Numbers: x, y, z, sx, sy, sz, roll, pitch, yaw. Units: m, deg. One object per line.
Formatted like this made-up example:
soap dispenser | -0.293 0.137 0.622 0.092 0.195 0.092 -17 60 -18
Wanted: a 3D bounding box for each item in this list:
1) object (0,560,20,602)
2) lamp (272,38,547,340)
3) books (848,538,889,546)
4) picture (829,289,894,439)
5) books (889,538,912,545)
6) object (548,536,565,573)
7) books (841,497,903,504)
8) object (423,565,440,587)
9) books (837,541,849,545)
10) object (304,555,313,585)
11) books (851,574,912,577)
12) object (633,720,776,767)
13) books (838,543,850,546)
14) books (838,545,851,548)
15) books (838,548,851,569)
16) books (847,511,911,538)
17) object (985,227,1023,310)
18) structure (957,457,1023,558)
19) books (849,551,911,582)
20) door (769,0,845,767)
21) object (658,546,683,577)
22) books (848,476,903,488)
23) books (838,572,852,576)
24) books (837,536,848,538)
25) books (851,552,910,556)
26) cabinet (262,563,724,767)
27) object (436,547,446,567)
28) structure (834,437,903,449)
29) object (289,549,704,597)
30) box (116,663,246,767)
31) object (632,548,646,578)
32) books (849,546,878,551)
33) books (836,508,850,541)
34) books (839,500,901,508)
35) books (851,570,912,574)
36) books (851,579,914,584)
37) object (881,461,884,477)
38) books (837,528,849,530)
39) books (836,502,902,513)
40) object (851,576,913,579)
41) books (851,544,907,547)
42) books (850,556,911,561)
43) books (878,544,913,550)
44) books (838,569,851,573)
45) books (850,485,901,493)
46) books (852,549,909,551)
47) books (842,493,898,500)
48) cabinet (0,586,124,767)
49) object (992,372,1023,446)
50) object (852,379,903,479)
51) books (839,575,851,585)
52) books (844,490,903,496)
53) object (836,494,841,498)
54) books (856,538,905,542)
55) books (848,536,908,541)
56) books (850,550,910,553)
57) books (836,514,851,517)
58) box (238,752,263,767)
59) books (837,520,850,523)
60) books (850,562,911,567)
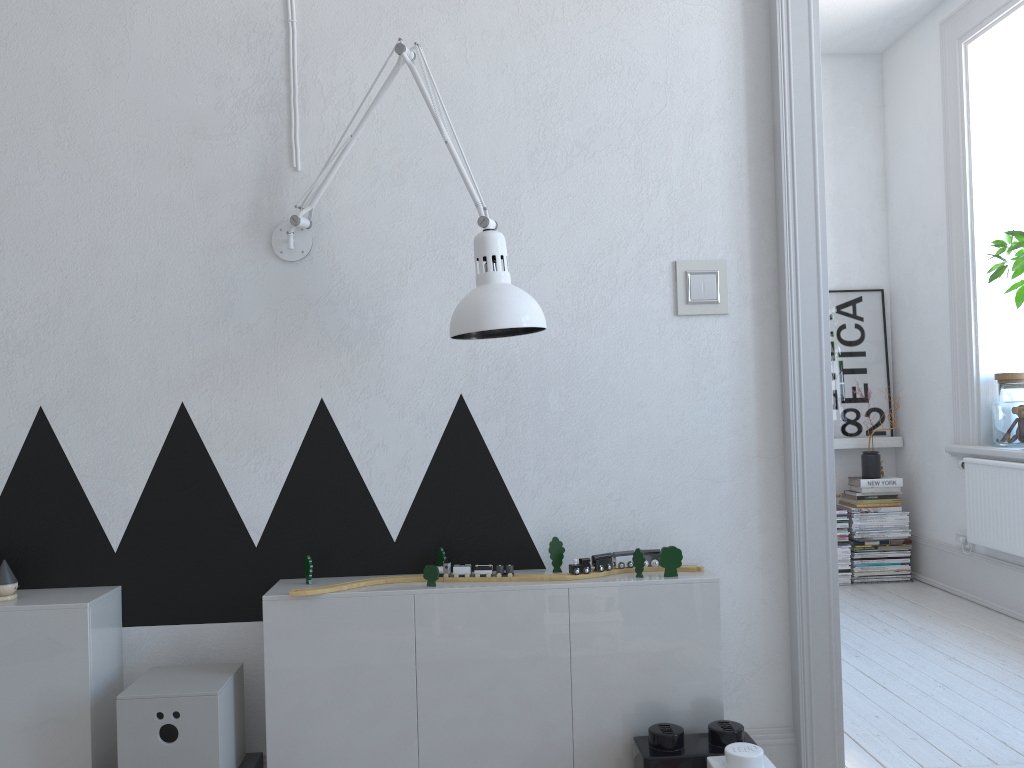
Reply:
object | -1.183 0.409 1.922 0.231 0.113 0.148 -1 -1 -13
lamp | -0.232 -0.416 1.943 0.651 0.655 0.200 -2 -1 31
books | 1.895 0.843 4.786 0.193 0.023 0.194 -2 -1 -3
picture | 1.790 -0.101 4.952 0.631 0.849 0.072 -2 -1 -2
books | 2.052 0.839 4.799 0.122 0.023 0.220 -2 -1 -3
object | 0.102 0.387 2.016 0.037 0.081 0.009 -2 -1 -9
books | 1.951 0.628 4.819 0.257 0.021 0.202 -2 -1 -6
object | -0.173 0.411 1.900 0.037 0.046 0.006 -2 -1 24
books | 1.609 0.842 4.788 0.308 0.012 0.290 -2 -1 -4
object | -0.451 0.411 1.966 0.007 0.063 0.029 -1 -1 -40
books | 1.954 1.016 4.811 0.312 0.006 0.257 -2 -1 -3
object | 0.387 0.870 1.762 0.246 0.331 0.246 -2 -1 -3
books | 1.620 0.852 4.780 0.306 0.009 0.247 -2 -1 -5
books | 1.623 0.861 4.778 0.313 0.011 0.241 -2 -1 -2
books | 1.625 0.924 4.781 0.319 0.116 0.270 -2 -1 -4
books | 1.950 0.749 4.815 0.317 0.134 0.278 -2 -1 -3
object | 2.335 -0.241 3.764 0.497 1.022 0.696 -1 -1 -30
structure | 2.169 0.548 3.878 0.049 0.418 0.742 -2 -1 -3
books | 1.952 0.969 4.811 0.316 0.154 0.263 -2 -1 -3
door | 1.333 -0.060 2.274 1.465 2.177 0.505 -1 -1 -18
object | 0.345 0.385 1.927 0.054 0.066 0.009 -2 -1 -12
books | 1.964 0.529 4.800 0.228 0.045 0.169 -2 -1 0
books | 1.680 1.003 4.773 0.192 0.012 0.251 -2 -1 -3
books | 1.609 0.811 4.791 0.298 0.007 0.280 -2 -1 -5
books | 1.948 0.903 4.808 0.307 0.005 0.247 -2 -1 -5
cabinet | -0.036 0.658 1.966 0.970 0.454 0.183 -2 -1 -3
object | -0.161 0.404 2.022 0.007 0.063 0.029 -1 -1 -40
structure | 1.385 0.342 4.914 1.534 0.056 0.138 -2 -1 -3
object | -0.024 0.407 1.956 0.902 0.047 0.111 -2 -1 -8
box | -0.686 0.720 1.858 0.199 0.205 0.202 -2 -1 -3
object | 0.277 0.389 1.930 0.029 0.063 0.007 -2 -1 24
books | 1.868 0.872 4.755 0.134 0.019 0.119 -2 -1 -3
books | 1.616 0.755 4.790 0.318 0.162 0.272 -2 -1 -3
books | 1.938 0.648 4.815 0.245 0.020 0.223 -2 -1 -4
books | 1.952 0.996 4.808 0.316 0.005 0.253 -2 -1 -3
books | 1.958 1.065 4.816 0.333 0.037 0.245 -2 -1 -3
object | 2.004 0.458 4.838 0.045 0.101 0.050 -2 -1 21
books | 1.613 0.770 4.783 0.306 0.007 0.255 -2 -1 -3
books | 1.930 0.672 4.851 0.271 0.026 0.286 -2 -1 -3
object | 1.962 1.029 4.821 0.324 0.007 0.252 -2 -1 2
books | 1.944 0.857 4.791 0.276 0.007 0.217 -2 -1 -2
books | 1.949 0.926 4.817 0.316 0.011 0.256 -2 -1 -4
books | 2.024 0.868 4.815 0.178 0.018 0.264 -2 -1 -2
books | 1.624 0.989 4.773 0.301 0.017 0.238 -2 -1 -3
books | 1.961 0.564 4.791 0.214 0.026 0.151 -2 -1 -3
books | 1.956 0.883 4.813 0.292 0.005 0.229 -2 -1 0
books | 1.947 0.608 4.832 0.233 0.020 0.187 -2 -1 -5
cabinet | -1.358 0.696 1.897 0.970 0.454 0.183 -2 -1 -3
object | 2.324 0.113 4.056 0.228 0.330 0.228 -2 -1 -1
object | 1.985 0.230 4.793 0.293 0.553 0.157 -2 -1 7
books | 1.626 1.041 4.780 0.316 0.061 0.263 -2 -1 -3
books | 1.956 0.587 4.804 0.262 0.018 0.146 -2 -1 -4
object | 1.622 0.634 4.825 0.258 0.086 0.257 -2 -1 -8
books | 1.949 0.827 4.781 0.255 0.007 0.199 -2 -1 -8
books | 1.949 0.818 4.772 0.304 0.009 0.167 -2 -1 -6
books | 1.955 0.889 4.813 0.300 0.005 0.242 -2 -1 -3
books | 1.687 0.698 4.762 0.193 0.009 0.182 -2 -1 -3
box | -0.670 0.952 1.846 0.251 0.259 0.254 -2 -1 -3
books | 1.614 0.732 4.787 0.310 0.012 0.260 -2 -1 -4
books | 1.954 0.958 4.802 0.311 0.010 0.248 -2 -1 0
